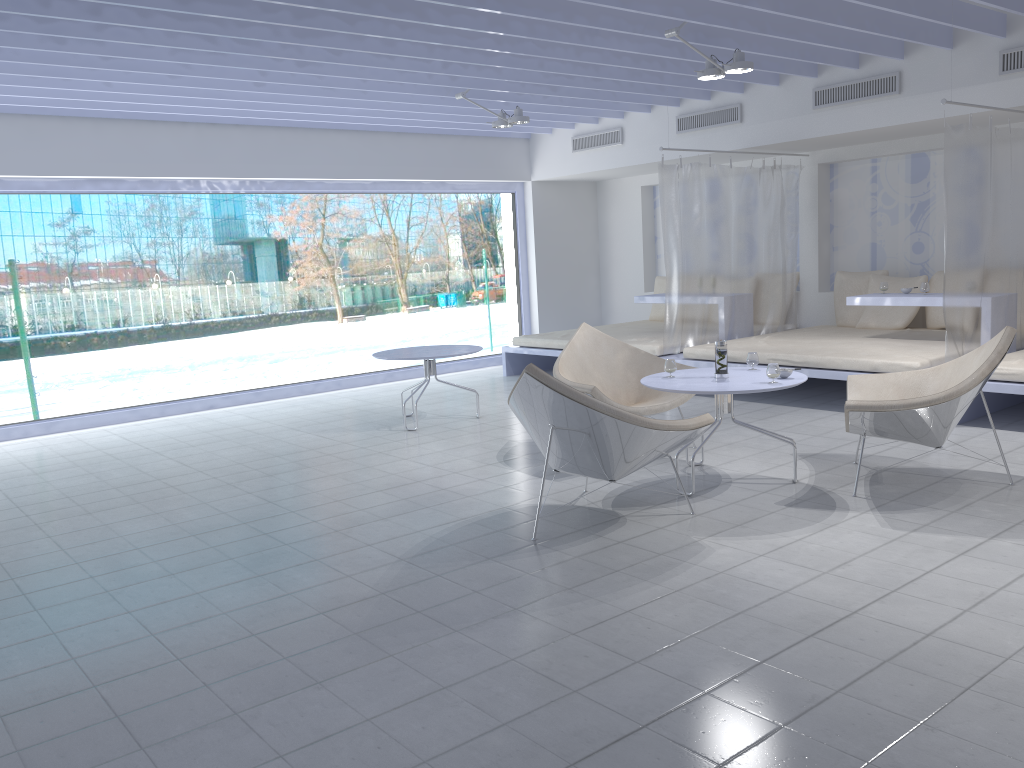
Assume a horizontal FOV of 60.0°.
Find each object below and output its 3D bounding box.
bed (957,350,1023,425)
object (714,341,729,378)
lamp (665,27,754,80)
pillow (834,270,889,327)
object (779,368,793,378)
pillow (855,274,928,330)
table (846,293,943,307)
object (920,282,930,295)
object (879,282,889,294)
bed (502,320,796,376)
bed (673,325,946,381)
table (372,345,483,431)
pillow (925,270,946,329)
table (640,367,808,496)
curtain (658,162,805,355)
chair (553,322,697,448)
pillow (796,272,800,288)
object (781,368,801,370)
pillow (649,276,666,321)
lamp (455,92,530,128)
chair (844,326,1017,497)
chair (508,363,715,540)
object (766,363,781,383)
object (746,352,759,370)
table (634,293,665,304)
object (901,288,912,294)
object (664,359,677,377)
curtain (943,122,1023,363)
[{"bbox_3d":[4.146,0.010,5.294,2.022,0.422,2.200,-10,11,-38],"label":"bed"},{"bbox_3d":[1.067,-0.128,4.523,0.075,0.189,0.075,5,11,43],"label":"object"},{"bbox_3d":[1.146,-1.989,5.324,0.587,0.218,0.380,-10,11,-38],"label":"lamp"},{"bbox_3d":[3.128,-0.760,7.953,0.231,0.510,0.572,-10,11,-39],"label":"pillow"},{"bbox_3d":[1.348,-0.051,4.392,0.082,0.043,0.082,0,9,20],"label":"object"},{"bbox_3d":[3.273,-0.708,7.636,0.307,0.482,0.528,-9,10,-33],"label":"pillow"},{"bbox_3d":[3.069,-0.431,6.546,0.416,0.450,1.065,-10,11,-38],"label":"table"},{"bbox_3d":[3.041,-0.702,6.532,0.068,0.091,0.068,-5,9,-13],"label":"object"},{"bbox_3d":[2.897,-0.749,6.908,0.068,0.091,0.068,-5,9,-13],"label":"object"},{"bbox_3d":[1.374,-0.337,8.714,2.022,0.422,2.200,-10,11,-38],"label":"bed"},{"bbox_3d":[2.748,-0.164,6.993,2.016,0.427,2.200,-10,11,-38],"label":"bed"},{"bbox_3d":[-0.614,0.018,6.662,0.825,0.534,0.823,-2,8,8],"label":"table"},{"bbox_3d":[3.632,-0.699,7.274,0.233,0.527,0.537,-6,9,-18],"label":"pillow"},{"bbox_3d":[1.082,0.234,4.541,0.823,0.534,0.825,4,11,42],"label":"table"},{"bbox_3d":[1.964,-1.126,7.692,2.050,1.552,0.151,-10,11,-38],"label":"curtain"},{"bbox_3d":[0.637,0.014,5.431,0.906,0.759,0.753,-8,9,-28],"label":"chair"},{"bbox_3d":[2.529,-0.835,8.692,0.231,0.510,0.572,-10,10,-37],"label":"pillow"},{"bbox_3d":[1.375,-0.070,4.375,0.098,0.016,0.012,-1,9,18],"label":"object"},{"bbox_3d":[1.720,-0.921,9.678,0.230,0.521,0.524,-9,10,-36],"label":"pillow"},{"bbox_3d":[-0.179,-2.155,6.958,0.587,0.218,0.380,-10,11,-38],"label":"lamp"},{"bbox_3d":[2.020,0.103,4.299,0.753,0.759,0.906,0,9,21],"label":"chair"},{"bbox_3d":[0.338,0.241,3.997,0.753,0.759,0.906,-11,11,-43],"label":"chair"},{"bbox_3d":[1.256,-0.052,4.264,0.068,0.091,0.068,-5,8,-10],"label":"object"},{"bbox_3d":[1.285,-0.122,4.734,0.068,0.091,0.068,5,11,43],"label":"object"},{"bbox_3d":[1.678,-0.605,8.263,0.416,0.450,1.065,-10,11,-38],"label":"table"},{"bbox_3d":[3.010,-0.710,6.766,0.082,0.043,0.082,-1,9,13],"label":"object"},{"bbox_3d":[0.829,-0.083,4.641,0.068,0.091,0.068,-6,9,-16],"label":"object"},{"bbox_3d":[3.389,-0.936,6.001,1.998,1.559,0.125,-10,11,-39],"label":"curtain"}]
